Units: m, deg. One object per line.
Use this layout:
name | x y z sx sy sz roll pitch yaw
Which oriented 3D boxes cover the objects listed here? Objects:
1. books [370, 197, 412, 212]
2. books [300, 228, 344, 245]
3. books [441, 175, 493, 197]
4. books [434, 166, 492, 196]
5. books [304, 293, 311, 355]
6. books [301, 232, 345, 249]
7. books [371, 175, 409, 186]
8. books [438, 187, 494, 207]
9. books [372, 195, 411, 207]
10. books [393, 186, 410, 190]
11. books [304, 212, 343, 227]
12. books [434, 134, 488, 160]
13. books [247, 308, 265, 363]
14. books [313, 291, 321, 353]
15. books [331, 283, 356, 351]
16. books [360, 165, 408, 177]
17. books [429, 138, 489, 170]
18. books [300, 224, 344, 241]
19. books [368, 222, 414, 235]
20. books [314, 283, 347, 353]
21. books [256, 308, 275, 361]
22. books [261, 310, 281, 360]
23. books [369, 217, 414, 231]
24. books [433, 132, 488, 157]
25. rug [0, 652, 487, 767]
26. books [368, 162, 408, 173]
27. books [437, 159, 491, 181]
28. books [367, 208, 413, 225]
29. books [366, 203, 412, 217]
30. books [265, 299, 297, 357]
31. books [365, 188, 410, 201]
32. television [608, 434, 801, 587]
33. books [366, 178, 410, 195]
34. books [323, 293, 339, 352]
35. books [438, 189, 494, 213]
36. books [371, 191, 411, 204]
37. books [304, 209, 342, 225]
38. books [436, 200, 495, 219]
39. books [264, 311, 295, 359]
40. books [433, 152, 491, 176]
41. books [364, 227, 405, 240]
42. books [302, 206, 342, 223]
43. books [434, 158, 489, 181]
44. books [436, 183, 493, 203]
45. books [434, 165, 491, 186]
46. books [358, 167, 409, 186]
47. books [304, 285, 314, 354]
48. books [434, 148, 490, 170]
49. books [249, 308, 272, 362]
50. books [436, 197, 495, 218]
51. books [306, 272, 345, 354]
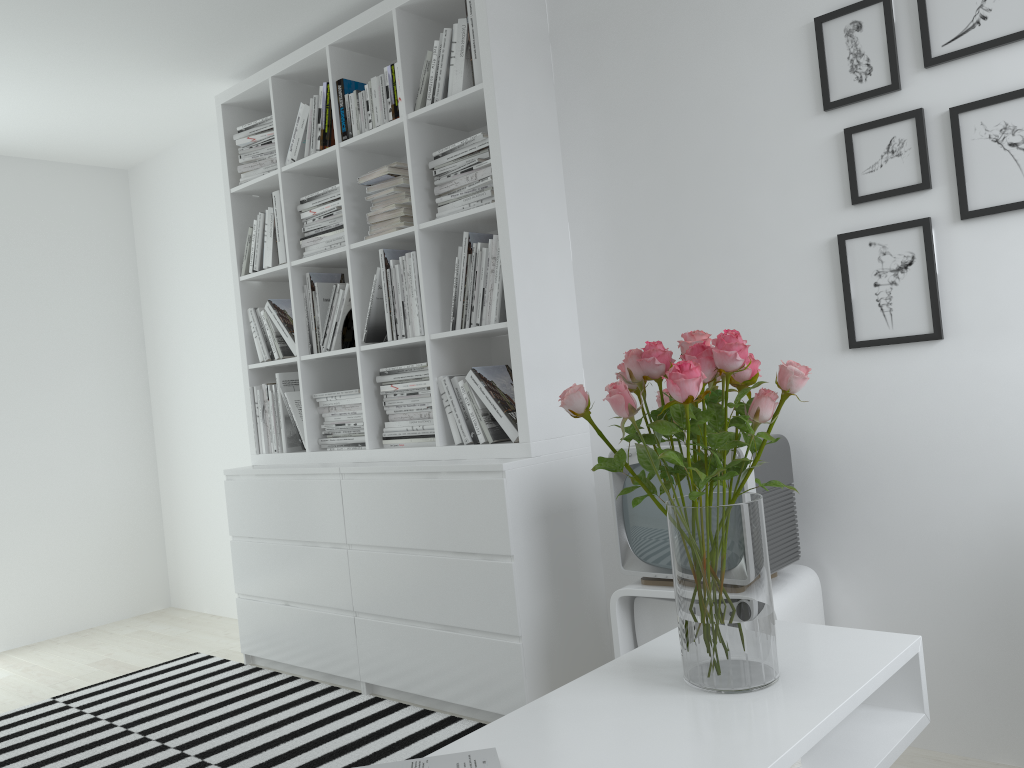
books | -0.358 -0.644 3.266 0.182 0.016 0.288 -6 0 32
books | -0.655 -0.581 3.525 0.308 0.014 0.232 -6 0 39
books | -0.086 -0.656 2.995 0.182 0.016 0.288 -6 0 -38
books | -0.101 -0.676 2.988 0.180 0.028 0.296 -6 0 -43
books | -0.767 -0.244 3.612 0.012 0.254 0.161 -6 0 42
books | -0.650 -0.567 3.521 0.314 0.014 0.232 -6 0 41
books | -0.374 -0.733 3.282 0.161 0.013 0.254 -6 0 37
books | -0.105 -0.625 2.997 0.254 0.013 0.161 -6 0 42
books | -0.364 -0.660 3.282 0.167 0.017 0.263 -6 0 37
books | -0.373 -0.699 3.292 0.256 0.013 0.161 -6 0 -43
books | -0.681 -0.641 3.500 0.254 0.012 0.161 -6 0 42
books | -0.118 -0.787 2.980 0.159 0.012 0.285 -6 0 -38
books | -1.034 -0.212 3.823 0.093 0.239 0.172 -6 0 42
books | -0.725 -0.247 3.583 0.013 0.254 0.161 -6 0 42
books | -0.608 -0.260 3.498 0.158 0.257 0.182 -6 0 42
books | -0.395 -0.769 3.277 0.285 0.012 0.159 -6 0 -43
books | -0.111 -0.768 2.988 0.176 0.025 0.331 -6 0 -43
books | -0.648 -0.595 3.530 0.312 0.012 0.251 -6 0 43
books | -0.362 -0.561 3.271 0.182 0.016 0.288 -6 0 37
books | -0.706 -0.264 3.585 0.016 0.288 0.182 -6 0 42
books | -0.983 -0.213 3.766 0.104 0.232 0.152 -6 0 42
books | -0.958 -0.209 3.750 0.101 0.218 0.161 -6 0 42
books | -0.366 -0.580 3.275 0.174 0.021 0.273 -6 0 42
books | -0.127 -0.799 2.994 0.161 0.012 0.254 -6 0 -43
rug | -0.413 1.101 1.839 4.362 0.004 1.846 -6 0 42
books | -0.383 -0.783 3.286 0.161 0.012 0.254 -6 0 42
books | -0.103 -0.708 2.986 0.159 0.012 0.285 -6 0 -43
books | -0.370 -0.604 3.272 0.180 0.028 0.296 -6 0 32
books | -0.364 -0.628 3.259 0.288 0.016 0.182 -6 0 -43
books | -0.881 -0.235 3.677 0.226 0.255 0.176 -6 0 42
books | -0.380 -0.686 3.271 0.159 0.012 0.285 -6 0 42
television | 0.511 0.341 2.394 0.414 0.374 0.273 -6 0 42
books | -0.383 -0.715 3.278 0.174 0.021 0.273 -6 0 32
books | -0.655 -0.241 3.512 0.137 0.226 0.161 -6 0 42
books | -0.098 -0.608 2.989 0.174 0.021 0.273 -6 0 -43
books | -0.376 -0.674 3.283 0.161 0.012 0.254 -6 0 32
books | -0.670 -0.655 3.497 0.285 0.012 0.159 -6 0 42
books | -0.097 -0.573 2.976 0.182 0.016 0.288 -6 0 -43
books | -0.932 -0.208 3.720 0.118 0.213 0.161 -6 0 42
books | -0.117 -0.734 3.000 0.263 0.017 0.167 -6 0 42
books | -0.376 -0.544 3.277 0.182 0.016 0.288 -6 0 42
books | -0.693 -0.665 3.505 0.161 0.013 0.256 -6 0 -43
books | -0.126 -0.718 2.996 0.161 0.013 0.256 -6 0 -38
books | -0.091 -0.640 3.003 0.288 0.016 0.182 -6 0 37
books | -0.114 -0.695 2.990 0.254 0.012 0.161 -6 0 37
books | -0.384 -0.750 3.272 0.176 0.025 0.331 -6 0 42
books | -0.761 -0.259 3.601 0.012 0.285 0.159 -6 0 42
books | -0.118 -0.749 2.998 0.254 0.013 0.161 -6 0 42
books | -1.008 -0.212 3.786 0.112 0.235 0.172 -6 0 42
books | -0.092 -0.589 2.991 0.288 0.016 0.182 -6 0 42
books | -0.742 -0.283 3.595 0.025 0.331 0.176 -6 0 42
